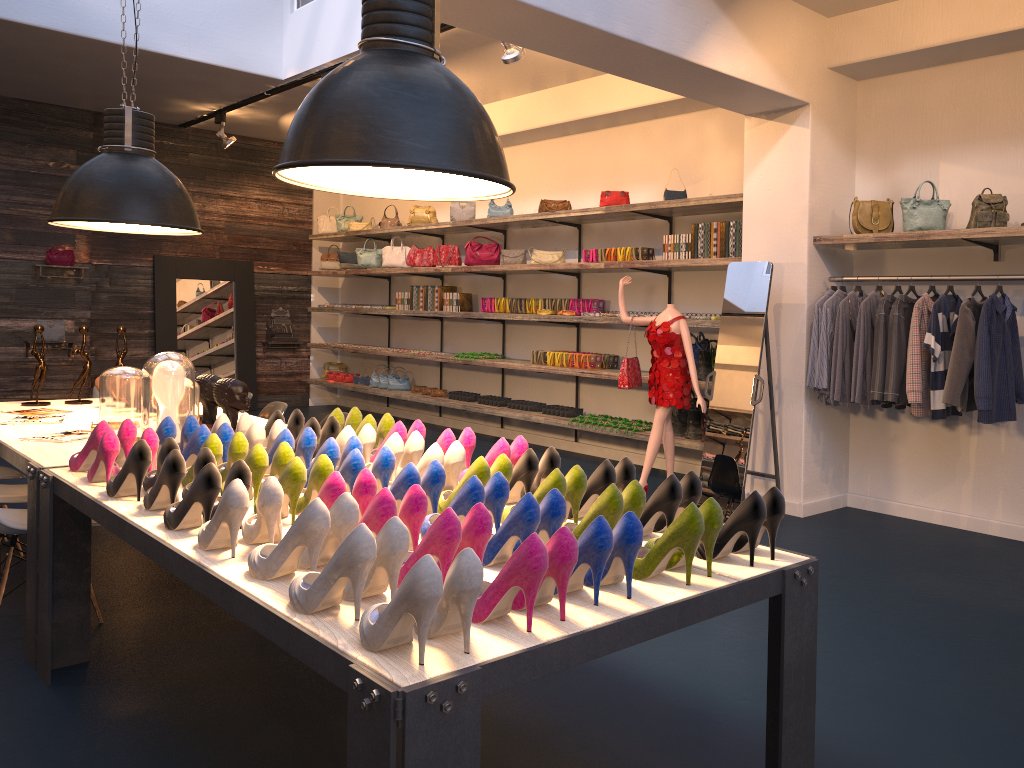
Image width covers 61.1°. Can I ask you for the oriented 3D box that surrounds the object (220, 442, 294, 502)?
[{"bbox_3d":[-0.803,0.273,2.761,0.219,0.195,0.222,-1,4,-41],"label":"object"}]

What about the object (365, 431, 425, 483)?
[{"bbox_3d":[-0.427,0.257,3.102,0.219,0.195,0.222,-1,4,-41],"label":"object"}]

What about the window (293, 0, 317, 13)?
[{"bbox_3d":[-0.448,-3.298,2.780,4.871,0.651,10.396,-2,6,-41],"label":"window"}]

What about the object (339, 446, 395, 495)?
[{"bbox_3d":[-0.484,0.285,2.740,0.225,0.195,0.223,-1,4,-41],"label":"object"}]

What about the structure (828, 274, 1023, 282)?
[{"bbox_3d":[4.868,-0.411,3.143,0.042,0.039,8.006,-1,5,-41],"label":"structure"}]

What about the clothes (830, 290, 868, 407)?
[{"bbox_3d":[2.385,-0.249,5.984,0.174,0.800,0.573,2,2,45],"label":"clothes"}]

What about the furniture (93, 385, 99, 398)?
[{"bbox_3d":[-4.271,0.201,9.556,0.628,0.479,0.533,-1,4,-38],"label":"furniture"}]

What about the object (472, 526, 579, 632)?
[{"bbox_3d":[0.014,0.379,1.782,0.219,0.195,0.222,-1,4,-44],"label":"object"}]

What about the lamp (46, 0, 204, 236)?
[{"bbox_3d":[-1.971,-1.623,4.483,0.714,1.645,0.686,2,1,-5],"label":"lamp"}]

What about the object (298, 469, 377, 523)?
[{"bbox_3d":[-0.470,0.316,2.359,0.218,0.195,0.224,0,4,-33],"label":"object"}]

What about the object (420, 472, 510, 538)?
[{"bbox_3d":[-0.126,0.327,2.358,0.219,0.195,0.222,-1,4,-44],"label":"object"}]

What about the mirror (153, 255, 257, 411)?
[{"bbox_3d":[-3.790,-0.604,10.779,1.255,1.916,0.246,0,2,-42],"label":"mirror"}]

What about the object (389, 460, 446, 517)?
[{"bbox_3d":[-0.307,0.308,2.520,0.219,0.195,0.222,-1,4,-41],"label":"object"}]

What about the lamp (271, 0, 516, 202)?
[{"bbox_3d":[-0.326,-1.417,2.602,0.643,1.645,0.757,3,2,40],"label":"lamp"}]

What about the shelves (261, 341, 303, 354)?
[{"bbox_3d":[-3.031,-0.477,11.453,0.490,0.157,0.225,-2,5,-41],"label":"shelves"}]

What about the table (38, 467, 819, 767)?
[{"bbox_3d":[-0.455,0.753,2.721,1.342,0.739,2.332,-2,5,-41],"label":"table"}]

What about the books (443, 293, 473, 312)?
[{"bbox_3d":[-0.605,-0.907,9.675,0.197,0.213,0.303,0,4,-42],"label":"books"}]

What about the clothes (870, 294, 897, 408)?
[{"bbox_3d":[2.566,-0.217,5.759,0.712,0.753,0.118,0,2,-40],"label":"clothes"}]

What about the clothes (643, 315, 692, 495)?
[{"bbox_3d":[1.138,0.174,6.442,0.322,1.384,0.496,2,1,36],"label":"clothes"}]

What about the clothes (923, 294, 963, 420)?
[{"bbox_3d":[2.783,-0.179,5.531,0.613,0.793,0.114,0,2,-40],"label":"clothes"}]

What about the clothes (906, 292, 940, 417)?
[{"bbox_3d":[2.718,-0.196,5.609,0.732,0.795,0.161,-1,2,-42],"label":"clothes"}]

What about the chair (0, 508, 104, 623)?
[{"bbox_3d":[-2.029,0.600,3.625,0.590,0.800,0.428,0,2,-42],"label":"chair"}]

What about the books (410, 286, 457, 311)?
[{"bbox_3d":[-0.911,-0.985,10.007,0.259,0.288,0.588,-1,4,-43],"label":"books"}]

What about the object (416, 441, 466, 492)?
[{"bbox_3d":[-0.271,0.278,2.896,0.219,0.195,0.222,-1,4,-41],"label":"object"}]

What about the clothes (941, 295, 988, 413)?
[{"bbox_3d":[2.888,-0.184,5.419,0.762,0.734,0.159,-1,2,-43],"label":"clothes"}]

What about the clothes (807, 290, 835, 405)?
[{"bbox_3d":[2.230,-0.256,6.102,0.588,0.814,0.112,0,2,-42],"label":"clothes"}]

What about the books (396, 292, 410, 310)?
[{"bbox_3d":[-1.224,-0.980,10.314,0.195,0.210,0.292,0,4,-41],"label":"books"}]

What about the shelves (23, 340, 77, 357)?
[{"bbox_3d":[-5.108,-0.385,9.609,0.490,0.183,0.225,-2,5,-41],"label":"shelves"}]

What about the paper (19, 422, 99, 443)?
[{"bbox_3d":[-1.945,0.219,4.080,0.335,0.014,0.721,2,5,2],"label":"paper"}]

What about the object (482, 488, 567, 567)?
[{"bbox_3d":[0.017,0.348,2.165,0.219,0.195,0.222,-1,4,-41],"label":"object"}]

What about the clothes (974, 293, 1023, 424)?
[{"bbox_3d":[2.984,-0.162,5.307,0.732,0.795,0.161,-1,2,-42],"label":"clothes"}]

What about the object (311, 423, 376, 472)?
[{"bbox_3d":[-0.625,0.238,3.246,0.223,0.195,0.219,5,4,45],"label":"object"}]

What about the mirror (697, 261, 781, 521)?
[{"bbox_3d":[1.606,0.026,6.046,0.567,1.764,0.463,1,1,-41],"label":"mirror"}]

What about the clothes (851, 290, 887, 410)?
[{"bbox_3d":[2.483,-0.237,5.872,0.174,0.800,0.573,2,2,45],"label":"clothes"}]

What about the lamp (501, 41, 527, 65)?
[{"bbox_3d":[0.007,-2.369,6.053,0.180,0.327,0.242,2,2,5],"label":"lamp"}]

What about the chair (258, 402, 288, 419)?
[{"bbox_3d":[-1.556,0.514,4.849,0.590,0.800,0.428,0,2,-42],"label":"chair"}]

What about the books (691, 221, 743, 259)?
[{"bbox_3d":[1.729,-1.126,6.860,0.259,0.288,0.588,-1,4,-43],"label":"books"}]

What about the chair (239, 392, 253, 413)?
[{"bbox_3d":[-1.906,0.462,5.355,0.590,0.800,0.428,0,2,-40],"label":"chair"}]

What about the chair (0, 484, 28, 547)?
[{"bbox_3d":[-2.431,0.550,4.088,0.588,0.800,0.430,0,2,-34],"label":"chair"}]

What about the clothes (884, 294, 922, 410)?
[{"bbox_3d":[2.626,-0.210,5.691,0.712,0.753,0.118,0,2,-40],"label":"clothes"}]

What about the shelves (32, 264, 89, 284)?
[{"bbox_3d":[-5.033,-1.223,9.678,0.537,0.184,0.186,-2,4,-41],"label":"shelves"}]

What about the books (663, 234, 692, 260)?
[{"bbox_3d":[1.416,-1.122,7.167,0.195,0.210,0.292,0,4,-41],"label":"books"}]

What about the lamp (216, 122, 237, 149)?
[{"bbox_3d":[-3.213,-2.774,9.742,0.241,0.327,0.181,2,2,1],"label":"lamp"}]

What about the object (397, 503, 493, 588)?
[{"bbox_3d":[-0.161,0.357,1.978,0.219,0.195,0.222,-1,4,-41],"label":"object"}]

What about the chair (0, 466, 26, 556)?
[{"bbox_3d":[-2.874,0.500,4.527,0.590,0.800,0.428,0,2,-42],"label":"chair"}]

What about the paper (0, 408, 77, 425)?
[{"bbox_3d":[-2.466,0.165,4.537,0.360,0.014,0.669,-1,5,-31],"label":"paper"}]

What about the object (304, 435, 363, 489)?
[{"bbox_3d":[-0.617,0.264,2.942,0.219,0.195,0.222,-1,4,-41],"label":"object"}]

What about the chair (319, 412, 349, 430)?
[{"bbox_3d":[-1.094,0.564,4.427,0.428,0.800,0.590,3,2,43],"label":"chair"}]

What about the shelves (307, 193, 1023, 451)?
[{"bbox_3d":[-0.770,-0.117,3.096,9.385,2.223,15.470,-2,6,-41],"label":"shelves"}]

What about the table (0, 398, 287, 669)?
[{"bbox_3d":[-1.997,0.560,4.488,1.342,0.739,2.332,-2,5,-41],"label":"table"}]

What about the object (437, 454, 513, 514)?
[{"bbox_3d":[-0.115,0.302,2.664,0.219,0.195,0.222,-1,4,-41],"label":"object"}]

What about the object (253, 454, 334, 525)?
[{"bbox_3d":[-0.635,0.295,2.554,0.219,0.195,0.222,-1,4,-41],"label":"object"}]

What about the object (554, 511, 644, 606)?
[{"bbox_3d":[0.179,0.370,1.953,0.218,0.195,0.224,0,4,-33],"label":"object"}]

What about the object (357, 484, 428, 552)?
[{"bbox_3d":[-0.320,0.337,2.170,0.218,0.195,0.223,0,4,-37],"label":"object"}]

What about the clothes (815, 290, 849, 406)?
[{"bbox_3d":[2.271,-0.251,6.055,0.588,0.814,0.112,0,2,-42],"label":"clothes"}]
